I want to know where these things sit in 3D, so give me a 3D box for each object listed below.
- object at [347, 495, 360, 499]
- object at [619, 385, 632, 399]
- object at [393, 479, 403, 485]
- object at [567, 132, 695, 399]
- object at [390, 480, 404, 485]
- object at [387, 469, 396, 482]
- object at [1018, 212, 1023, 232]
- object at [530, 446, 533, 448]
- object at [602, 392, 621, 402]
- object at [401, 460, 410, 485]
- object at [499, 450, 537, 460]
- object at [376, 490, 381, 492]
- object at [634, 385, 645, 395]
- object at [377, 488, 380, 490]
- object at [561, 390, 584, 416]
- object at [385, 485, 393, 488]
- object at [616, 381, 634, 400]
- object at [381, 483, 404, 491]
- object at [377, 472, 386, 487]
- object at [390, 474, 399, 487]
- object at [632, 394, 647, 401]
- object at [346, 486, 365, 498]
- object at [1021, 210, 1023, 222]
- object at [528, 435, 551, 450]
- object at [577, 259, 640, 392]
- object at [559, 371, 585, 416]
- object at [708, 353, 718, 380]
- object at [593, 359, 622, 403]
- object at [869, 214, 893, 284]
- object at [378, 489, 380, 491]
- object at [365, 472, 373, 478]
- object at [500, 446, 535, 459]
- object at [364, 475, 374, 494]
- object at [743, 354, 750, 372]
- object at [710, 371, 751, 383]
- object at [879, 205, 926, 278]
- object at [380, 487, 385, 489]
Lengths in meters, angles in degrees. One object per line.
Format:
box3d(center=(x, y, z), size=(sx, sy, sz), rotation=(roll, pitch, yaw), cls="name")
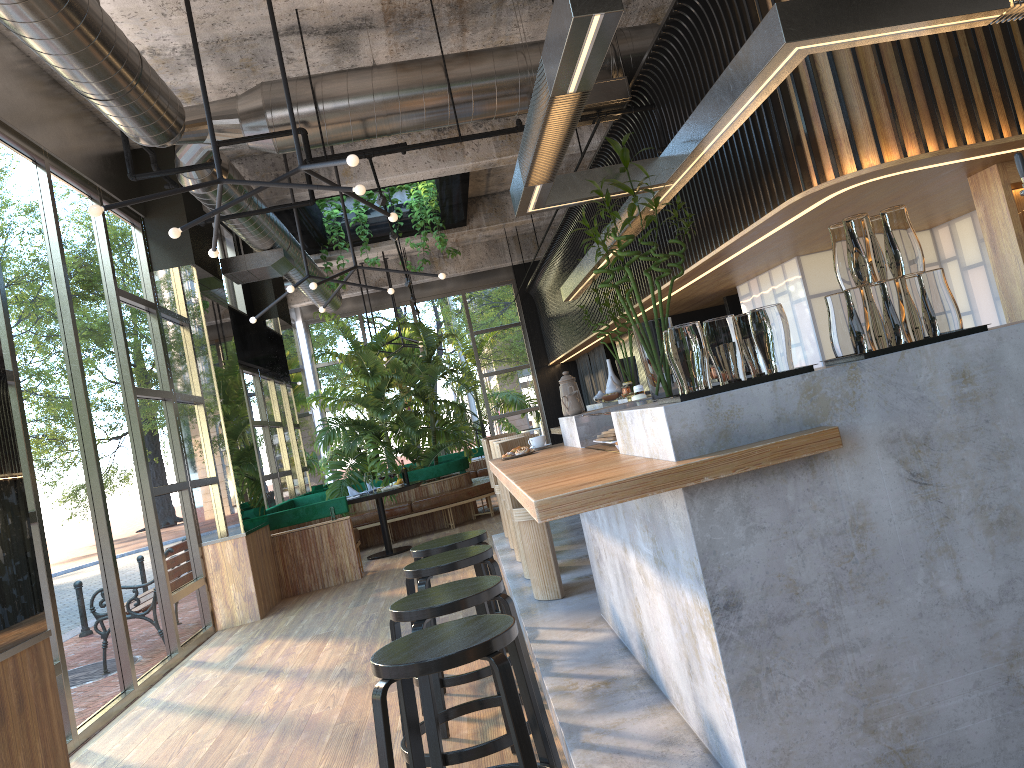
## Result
box3d(center=(-1.858, 1.317, 10.331), size=(0.259, 0.019, 0.154), rotation=(-13, -2, -8), cls="object")
box3d(center=(1.005, 0.070, 7.948), size=(0.085, 0.107, 0.161), rotation=(-16, -4, 39), cls="object")
box3d(center=(-1.369, 1.174, 10.646), size=(0.100, 0.064, 0.160), rotation=(-10, -3, -36), cls="object")
box3d(center=(0.656, -0.563, 4.483), size=(0.679, 1.555, 0.578), rotation=(-12, -5, -2), cls="object")
box3d(center=(-1.401, 1.198, 10.740), size=(0.193, 0.038, 0.063), rotation=(-14, -3, 26), cls="object")
box3d(center=(-1.460, 1.152, 10.868), size=(0.106, 0.201, 0.098), rotation=(-11, -5, -18), cls="object")
box3d(center=(2.901, -0.870, 5.070), size=(0.101, 0.210, 0.110), rotation=(-15, -5, 28), cls="object")
box3d(center=(0.098, 0.366, 5.016), size=(0.030, 0.027, 0.129), rotation=(-11, -3, -28), cls="object")
box3d(center=(0.925, 0.118, 8.298), size=(0.190, 0.073, 0.229), rotation=(-13, -2, 13), cls="object")
box3d(center=(-1.277, 1.048, 10.544), size=(0.067, 0.300, 0.069), rotation=(-13, -5, 9), cls="object")
box3d(center=(0.033, 0.376, 4.672), size=(0.197, 0.013, 0.215), rotation=(-14, -2, 29), cls="object")
box3d(center=(-1.585, 1.266, 10.552), size=(0.063, 0.013, 0.144), rotation=(-12, -2, -11), cls="object")
box3d(center=(0.890, 0.120, 6.105), size=(0.071, 0.233, 0.077), rotation=(-15, -5, 26), cls="object")
box3d(center=(-1.621, 1.276, 10.766), size=(0.024, 0.025, 0.046), rotation=(-13, -3, 13), cls="object")
box3d(center=(0.305, 0.098, 4.493), size=(0.100, 0.120, 0.086), rotation=(-13, -4, 1), cls="object")
box3d(center=(-1.466, 1.221, 10.627), size=(0.103, 0.013, 0.219), rotation=(-13, -2, -1), cls="object")
box3d(center=(0.983, 0.051, 7.693), size=(0.211, 0.135, 0.797), rotation=(-13, -2, 2), cls="object")
box3d(center=(-1.407, 1.225, 10.639), size=(0.238, 0.019, 0.353), rotation=(-13, -2, 4), cls="object")
box3d(center=(-1.590, 1.182, 10.887), size=(0.106, 0.201, 0.098), rotation=(-11, -5, -18), cls="object")
box3d(center=(-1.397, 1.146, 10.555), size=(0.145, 0.124, 0.095), rotation=(-11, -4, -26), cls="object")
box3d(center=(0.850, 0.152, 5.877), size=(0.114, 0.172, 0.133), rotation=(-11, -4, -13), cls="object")
box3d(center=(-1.875, 1.274, 10.590), size=(0.242, 0.139, 0.222), rotation=(-11, -3, -23), cls="object")
box3d(center=(2.914, -0.876, 4.961), size=(0.101, 0.210, 0.110), rotation=(-15, -5, 28), cls="object")
box3d(center=(0.059, 0.344, 4.815), size=(0.174, 0.073, 0.433), rotation=(-14, -3, 29), cls="object")
box3d(center=(1.016, -0.495, 8.612), size=(0.641, 1.555, 0.611), rotation=(-15, -6, 31), cls="object")
box3d(center=(0.301, 0.048, 4.697), size=(0.124, 0.235, 0.203), rotation=(-9, -5, -38), cls="object")
box3d(center=(1.130, -0.118, 4.964), size=(0.100, 0.210, 0.111), rotation=(-16, -6, 38), cls="object")
box3d(center=(0.941, -0.041, 8.562), size=(0.302, 0.399, 0.333), rotation=(-16, -5, 42), cls="object")
box3d(center=(1.150, -0.419, 2.764), size=(0.110, 0.210, 0.101), rotation=(-11, -5, -22), cls="object")
box3d(center=(-1.596, 1.269, 10.652), size=(0.033, 0.019, 0.037), rotation=(-13, -3, 6), cls="object")
box3d(center=(-1.689, 1.169, 10.532), size=(0.096, 0.246, 0.088), rotation=(-10, -5, -24), cls="object")
box3d(center=(0.034, 0.356, 4.668), size=(0.154, 0.053, 0.161), rotation=(-15, -3, 37), cls="object")
box3d(center=(-1.666, 1.177, 10.366), size=(0.101, 0.210, 0.110), rotation=(-15, -5, 28), cls="object")
box3d(center=(1.255, -0.154, 4.748), size=(0.100, 0.210, 0.111), rotation=(-16, -6, 38), cls="object")
box3d(center=(1.192, -0.038, 4.848), size=(0.277, 0.019, 0.429), rotation=(-13, -2, -6), cls="object")
box3d(center=(1.163, -0.426, 2.655), size=(0.110, 0.210, 0.101), rotation=(-11, -5, -22), cls="object")
box3d(center=(-1.568, 1.261, 10.749), size=(0.098, 0.028, 0.128), rotation=(-13, -2, 8), cls="object")
